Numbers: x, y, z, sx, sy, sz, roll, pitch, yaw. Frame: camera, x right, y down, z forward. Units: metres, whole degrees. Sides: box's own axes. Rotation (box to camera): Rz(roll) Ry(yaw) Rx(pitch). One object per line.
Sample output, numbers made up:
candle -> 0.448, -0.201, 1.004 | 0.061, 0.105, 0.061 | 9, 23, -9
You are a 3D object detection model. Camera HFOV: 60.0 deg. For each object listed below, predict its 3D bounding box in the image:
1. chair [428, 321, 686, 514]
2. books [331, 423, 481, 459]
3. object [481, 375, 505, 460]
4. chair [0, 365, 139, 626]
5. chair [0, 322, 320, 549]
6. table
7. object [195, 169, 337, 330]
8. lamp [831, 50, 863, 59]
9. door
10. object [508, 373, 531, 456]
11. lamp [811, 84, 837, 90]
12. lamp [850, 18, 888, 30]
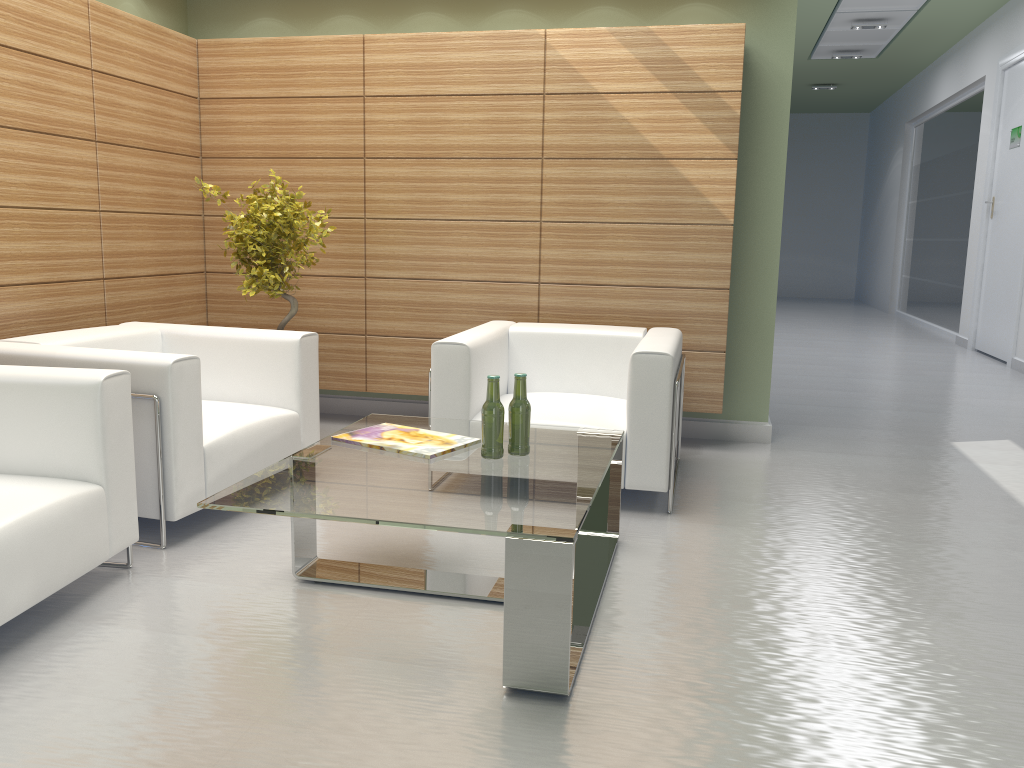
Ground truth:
chair -> 0.447, 0.187, 7.438 | 1.894, 1.234, 1.802 | 3, 10, 12
books -> -0.646, 0.340, 5.411 | 0.762, 0.025, 0.508 | 7, 11, 32
object -> -0.108, 0.187, 5.033 | 0.131, 0.475, 0.131 | -3, 10, -22
chair -> -3.180, 0.622, 4.424 | 1.802, 1.234, 1.894 | 2, 10, 7
chair -> -2.654, 0.255, 6.659 | 1.769, 1.234, 1.894 | 4, 10, 17
table -> -0.373, 0.796, 5.058 | 1.783, 0.742, 2.197 | 3, 10, 12
object -> -2.241, -0.666, 8.110 | 1.201, 2.565, 1.116 | -2, 10, -19
lamp -> 7.803, -7.677, 20.659 | 0.657, 0.159, 0.286 | 3, 10, 12
door -> 8.638, -3.020, 15.511 | 0.250, 5.083, 2.089 | 3, 10, 12
object -> 0.044, 0.175, 5.122 | 0.131, 0.475, 0.131 | -3, 10, -22
lamp -> 8.782, -8.384, 24.956 | 0.657, 0.159, 0.286 | 3, 10, 12
lamp -> 7.135, -7.195, 17.725 | 0.657, 0.159, 0.286 | 3, 10, 12
